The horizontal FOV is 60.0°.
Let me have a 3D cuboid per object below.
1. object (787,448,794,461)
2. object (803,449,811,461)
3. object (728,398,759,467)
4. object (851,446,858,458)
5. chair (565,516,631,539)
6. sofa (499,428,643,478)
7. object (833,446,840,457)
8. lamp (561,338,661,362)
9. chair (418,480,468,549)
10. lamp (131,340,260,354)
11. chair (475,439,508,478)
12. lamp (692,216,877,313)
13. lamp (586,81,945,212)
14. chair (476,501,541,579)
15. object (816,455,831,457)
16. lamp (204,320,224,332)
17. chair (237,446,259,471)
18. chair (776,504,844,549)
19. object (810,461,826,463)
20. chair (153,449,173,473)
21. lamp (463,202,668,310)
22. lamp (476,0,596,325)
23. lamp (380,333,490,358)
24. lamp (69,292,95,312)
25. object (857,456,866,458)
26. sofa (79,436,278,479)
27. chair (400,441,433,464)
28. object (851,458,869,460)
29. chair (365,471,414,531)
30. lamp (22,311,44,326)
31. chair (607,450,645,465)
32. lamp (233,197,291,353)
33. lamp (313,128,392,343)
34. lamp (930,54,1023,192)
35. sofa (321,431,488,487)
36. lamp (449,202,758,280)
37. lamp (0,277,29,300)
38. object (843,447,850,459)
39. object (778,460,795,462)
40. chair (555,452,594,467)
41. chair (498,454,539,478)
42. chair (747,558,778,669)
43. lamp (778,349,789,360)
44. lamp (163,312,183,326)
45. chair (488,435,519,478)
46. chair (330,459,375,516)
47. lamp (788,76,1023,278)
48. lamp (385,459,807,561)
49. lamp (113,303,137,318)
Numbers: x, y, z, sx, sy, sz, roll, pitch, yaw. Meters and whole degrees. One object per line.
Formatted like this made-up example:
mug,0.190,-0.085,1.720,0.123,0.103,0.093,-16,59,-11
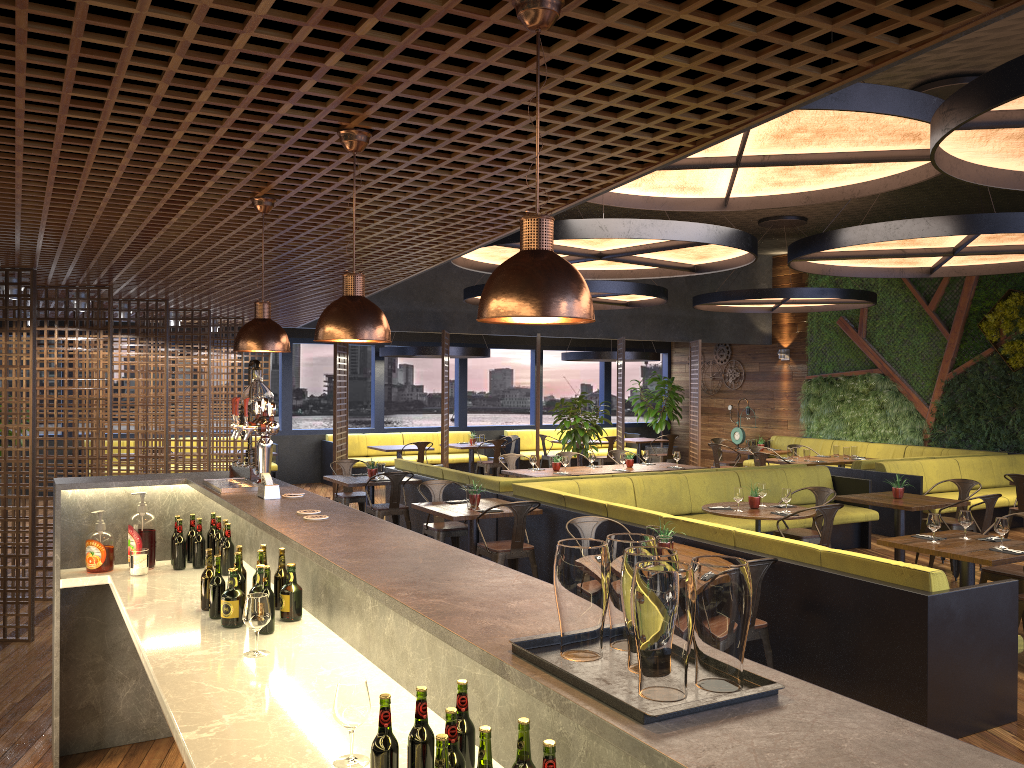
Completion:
object,4.159,1.055,13.238,0.102,0.178,0.102,0,0,-44
object,4.370,1.056,13.140,0.102,0.178,0.102,0,0,6
object,4.713,1.097,18.064,0.459,1.615,0.848,0,0,-29
object,5.312,1.062,13.765,0.102,0.178,0.102,0,0,-44
chair,0.660,1.436,6.309,0.504,0.917,0.541,0,0,-29
sofa,1.306,1.422,18.779,3.061,0.914,0.966,0,0,-29
object,5.097,1.060,13.937,0.102,0.178,0.102,0,0,-44
lamp,1.987,-1.554,17.805,1.979,2.172,1.979,0,0,-44
chair,-0.646,1.422,8.671,0.504,0.917,0.541,0,0,-29
lamp,-4.926,-1.593,13.932,1.979,2.172,1.979,0,0,-23
chair,-0.354,1.412,15.542,0.504,0.917,0.541,0,0,-29
lamp,4.281,-1.910,14.042,2.778,1.362,2.778,0,0,25
lamp,1.534,-2.016,6.010,2.778,1.159,2.778,0,0,21
chair,-0.038,1.429,7.584,0.504,0.917,0.541,0,0,-29
object,4.913,1.138,13.975,0.157,0.019,0.255,0,0,-30
lamp,-4.009,-0.774,11.902,0.228,0.172,0.228,0,0,-29
chair,-3.942,1.391,13.531,0.504,0.917,0.541,0,0,-29
chair,2.520,1.446,7.547,0.504,0.917,0.541,0,0,-29
object,4.492,1.137,13.027,0.255,0.019,0.157,0,0,-30
chair,-5.190,1.384,12.832,0.504,0.917,0.541,0,0,-29
lamp,0.731,-1.855,12.145,2.778,1.475,2.778,0,0,-29
lamp,0.052,-0.468,1.860,0.250,0.673,0.250,0,0,3
lamp,-1.370,-1.572,15.925,1.979,2.172,1.979,0,0,16
lamp,-4.035,-0.768,8.299,0.228,0.172,0.228,0,0,-29
object,5.424,1.142,13.887,0.157,0.019,0.255,0,0,-30
sofa,-5.554,1.381,14.936,3.061,0.914,0.966,0,0,-29
chair,-1.602,1.405,14.843,0.504,0.917,0.541,0,0,-29
object,5.285,1.142,13.512,0.157,0.019,0.255,0,0,-30
chair,-1.380,1.415,9.935,0.504,0.917,0.541,0,0,-29
lamp,-5.774,-0.784,10.683,0.228,0.172,0.228,0,0,-29
chair,1.671,1.431,12.891,0.504,0.917,0.541,0,0,-29
lamp,-1.102,-0.480,3.921,0.250,0.673,0.250,0,0,3
lamp,-0.511,-0.474,2.867,0.250,0.673,0.250,0,0,3
lamp,3.281,-1.823,3.690,2.778,1.475,2.778,0,0,25
sofa,-2.000,1.402,16.927,3.061,0.914,0.966,0,0,-29
lamp,0.816,-1.848,8.132,2.778,1.475,2.778,0,0,-25
lamp,-4.007,-0.766,7.113,0.228,0.172,0.228,0,0,-29
object,5.111,1.061,13.555,0.102,0.178,0.102,0,0,6
object,4.045,1.134,13.116,0.157,0.019,0.255,0,0,-30
chair,0.885,1.426,12.451,0.504,0.917,0.541,0,0,-29
chair,0.094,1.422,12.008,0.504,0.917,0.541,0,0,-29
chair,1.268,1.442,5.223,0.504,0.917,0.541,0,0,-29
lamp,5.352,-0.582,17.571,0.189,0.215,0.215,0,0,-29
lamp,-4.055,-0.772,10.667,0.228,0.172,0.228,0,0,-29
chair,-0.160,1.412,16.438,0.541,0.917,0.504,0,0,-29
chair,-1.979,1.409,11.006,0.504,0.917,0.541,0,0,-29
lamp,3.870,-1.826,7.754,2.778,1.475,2.778,0,0,20
lamp,-0.916,0.522,10.093,9.057,2.714,3.017,0,0,-29
lamp,-4.131,-0.770,9.446,0.228,0.172,0.228,0,0,-29
